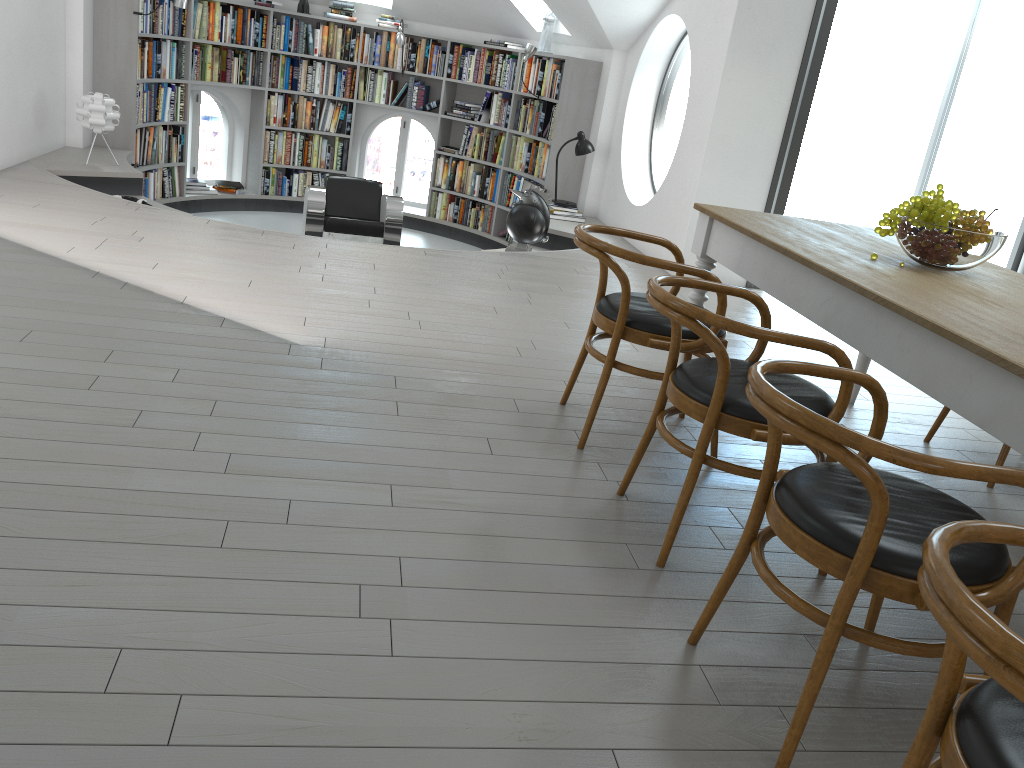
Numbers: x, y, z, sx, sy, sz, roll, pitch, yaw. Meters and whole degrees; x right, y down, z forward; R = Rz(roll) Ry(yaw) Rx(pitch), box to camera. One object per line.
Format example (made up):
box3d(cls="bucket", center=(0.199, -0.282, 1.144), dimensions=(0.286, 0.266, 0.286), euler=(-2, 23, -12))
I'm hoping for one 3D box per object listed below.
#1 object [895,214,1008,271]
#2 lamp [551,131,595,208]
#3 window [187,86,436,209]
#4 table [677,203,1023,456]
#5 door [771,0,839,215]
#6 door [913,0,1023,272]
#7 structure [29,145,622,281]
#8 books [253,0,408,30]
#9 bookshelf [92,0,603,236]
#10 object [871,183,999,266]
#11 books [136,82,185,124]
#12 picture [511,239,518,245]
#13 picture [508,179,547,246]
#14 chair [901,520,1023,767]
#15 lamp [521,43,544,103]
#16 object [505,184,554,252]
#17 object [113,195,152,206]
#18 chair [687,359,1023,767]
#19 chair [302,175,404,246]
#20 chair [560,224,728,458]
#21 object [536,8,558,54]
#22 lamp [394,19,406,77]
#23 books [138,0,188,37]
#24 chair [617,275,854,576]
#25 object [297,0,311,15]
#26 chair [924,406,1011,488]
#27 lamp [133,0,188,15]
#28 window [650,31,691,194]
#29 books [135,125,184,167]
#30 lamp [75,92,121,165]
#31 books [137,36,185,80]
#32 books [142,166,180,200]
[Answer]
box3d(cls="object", center=(1.472, -0.471, 3.026), dimensions=(0.360, 0.158, 0.363), euler=(-2, 23, -30))
box3d(cls="lamp", center=(0.539, -1.902, 7.831), dimensions=(0.322, 0.654, 0.235), euler=(11, 19, 3))
box3d(cls="window", center=(-2.297, -2.595, 9.707), dimensions=(3.230, 1.141, 0.622), euler=(0, 21, -25))
box3d(cls="table", center=(1.467, 0.260, 2.413), dimensions=(1.018, 0.792, 3.381), euler=(5, 20, -12))
box3d(cls="door", center=(1.870, -1.976, 6.438), dimensions=(0.080, 2.326, 1.061), euler=(6, 19, -12))
box3d(cls="door", center=(3.651, -1.802, 6.782), dimensions=(0.080, 2.326, 1.061), euler=(0, 21, -26))
box3d(cls="structure", center=(-1.498, -1.416, 7.845), dimensions=(4.731, 0.687, 4.729), euler=(22, 23, 31))
box3d(cls="books", center=(-2.349, -3.795, 8.732), dimensions=(2.819, 0.172, 0.753), euler=(-7, 26, -39))
box3d(cls="bookshelf", center=(-1.594, -2.629, 8.886), dimensions=(4.330, 1.864, 2.129), euler=(5, 20, -12))
box3d(cls="object", center=(1.455, -0.537, 3.015), dimensions=(0.294, 0.282, 0.395), euler=(26, 25, 39))
box3d(cls="books", center=(-3.295, -2.555, 8.016), dimensions=(0.261, 0.356, 1.028), euler=(11, 20, 4))
box3d(cls="picture", center=(0.085, -1.323, 8.542), dimensions=(0.107, 0.550, 0.494), euler=(2, 20, -21))
box3d(cls="picture", center=(0.125, -1.532, 8.667), dimensions=(0.090, 0.855, 0.584), euler=(2, 20, -21))
box3d(cls="chair", center=(0.769, 0.624, 1.192), dimensions=(0.621, 0.728, 0.532), euler=(6, 19, -9))
box3d(cls="lamp", center=(0.218, -2.947, 8.419), dimensions=(0.275, 0.521, 0.113), euler=(2, 20, -21))
box3d(cls="object", center=(0.121, -1.263, 6.840), dimensions=(0.320, 0.557, 0.323), euler=(-5, 24, -37))
box3d(cls="object", center=(-2.738, -1.294, 6.379), dimensions=(0.476, 0.081, 0.218), euler=(26, 25, 38))
box3d(cls="chair", center=(0.722, 0.367, 1.877), dimensions=(0.621, 0.728, 0.532), euler=(4, 20, -16))
box3d(cls="chair", center=(-1.446, -1.454, 7.956), dimensions=(0.822, 0.713, 0.748), euler=(4, 20, -17))
box3d(cls="chair", center=(0.468, -0.164, 3.223), dimensions=(0.621, 0.728, 0.532), euler=(7, 19, -9))
box3d(cls="object", center=(0.347, -3.448, 8.590), dimensions=(0.179, 0.468, 0.181), euler=(9, 19, -3))
box3d(cls="lamp", center=(-1.160, -3.487, 9.208), dimensions=(0.113, 0.561, 0.361), euler=(8, 19, -5))
box3d(cls="books", center=(-3.202, -3.272, 7.786), dimensions=(0.300, 0.358, 1.041), euler=(11, 20, 3))
box3d(cls="chair", center=(0.623, 0.104, 2.556), dimensions=(0.621, 0.728, 0.532), euler=(6, 19, -12))
box3d(cls="object", center=(-2.124, -3.940, 9.106), dimensions=(0.147, 0.262, 0.204), euler=(4, 20, -15))
box3d(cls="chair", center=(2.140, 0.009, 3.517), dimensions=(0.621, 0.728, 0.532), euler=(6, 19, -12))
box3d(cls="lamp", center=(-2.914, -3.204, 7.368), dimensions=(0.413, 0.309, 0.118), euler=(4, 19, -15))
box3d(cls="window", center=(1.414, -2.123, 7.055), dimensions=(0.104, 1.457, 1.484), euler=(6, 19, -12))
box3d(cls="books", center=(-3.403, -1.954, 7.938), dimensions=(0.390, 0.689, 1.656), euler=(9, 20, -2))
box3d(cls="lamp", center=(-3.148, -1.942, 6.742), dimensions=(0.305, 0.520, 0.308), euler=(2, 20, -22))
box3d(cls="books", center=(-3.274, -2.921, 7.925), dimensions=(0.303, 0.345, 1.097), euler=(11, 20, 3))
box3d(cls="books", center=(-3.438, -1.889, 8.308), dimensions=(0.283, 0.317, 0.926), euler=(12, 20, 6))
